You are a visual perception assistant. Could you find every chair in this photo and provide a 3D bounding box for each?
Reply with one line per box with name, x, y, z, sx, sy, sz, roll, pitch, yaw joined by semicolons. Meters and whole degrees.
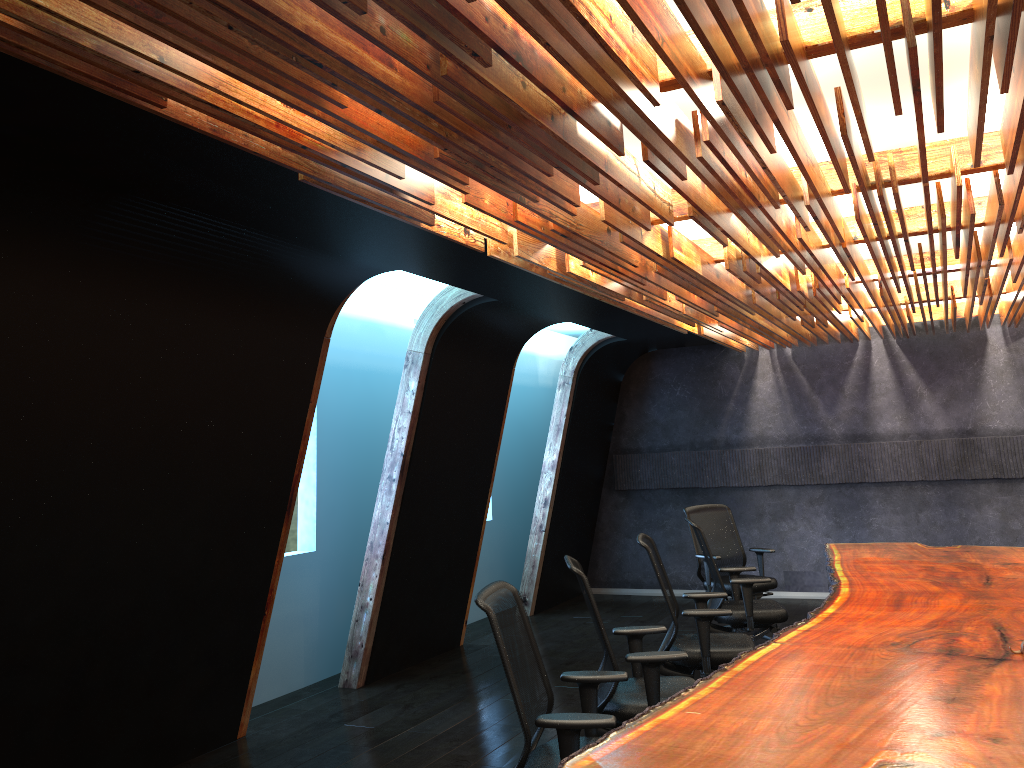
chair;2.081;1.756;8.095;0.815;1.266;0.777;3;-12;-29
chair;1.234;1.570;5.499;0.794;1.266;0.797;-5;-11;10
chair;1.786;1.648;6.689;0.795;1.266;0.796;-4;-11;5
chair;0.700;1.503;4.433;0.796;1.266;0.795;-3;-11;0
chair;0.305;1.439;3.479;0.794;1.266;0.797;-5;-11;10

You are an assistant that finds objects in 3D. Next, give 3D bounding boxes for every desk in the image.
desk;2.489;1.675;5.027;2.021;0.834;6.578;-6;-6;26

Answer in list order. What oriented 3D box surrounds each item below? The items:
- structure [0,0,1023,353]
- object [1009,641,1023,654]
structure;2.378;0.400;4.799;4.494;3.054;11.331;-6;-7;26
object;2.265;1.034;3.721;0.128;0.250;0.300;2;-9;-21
